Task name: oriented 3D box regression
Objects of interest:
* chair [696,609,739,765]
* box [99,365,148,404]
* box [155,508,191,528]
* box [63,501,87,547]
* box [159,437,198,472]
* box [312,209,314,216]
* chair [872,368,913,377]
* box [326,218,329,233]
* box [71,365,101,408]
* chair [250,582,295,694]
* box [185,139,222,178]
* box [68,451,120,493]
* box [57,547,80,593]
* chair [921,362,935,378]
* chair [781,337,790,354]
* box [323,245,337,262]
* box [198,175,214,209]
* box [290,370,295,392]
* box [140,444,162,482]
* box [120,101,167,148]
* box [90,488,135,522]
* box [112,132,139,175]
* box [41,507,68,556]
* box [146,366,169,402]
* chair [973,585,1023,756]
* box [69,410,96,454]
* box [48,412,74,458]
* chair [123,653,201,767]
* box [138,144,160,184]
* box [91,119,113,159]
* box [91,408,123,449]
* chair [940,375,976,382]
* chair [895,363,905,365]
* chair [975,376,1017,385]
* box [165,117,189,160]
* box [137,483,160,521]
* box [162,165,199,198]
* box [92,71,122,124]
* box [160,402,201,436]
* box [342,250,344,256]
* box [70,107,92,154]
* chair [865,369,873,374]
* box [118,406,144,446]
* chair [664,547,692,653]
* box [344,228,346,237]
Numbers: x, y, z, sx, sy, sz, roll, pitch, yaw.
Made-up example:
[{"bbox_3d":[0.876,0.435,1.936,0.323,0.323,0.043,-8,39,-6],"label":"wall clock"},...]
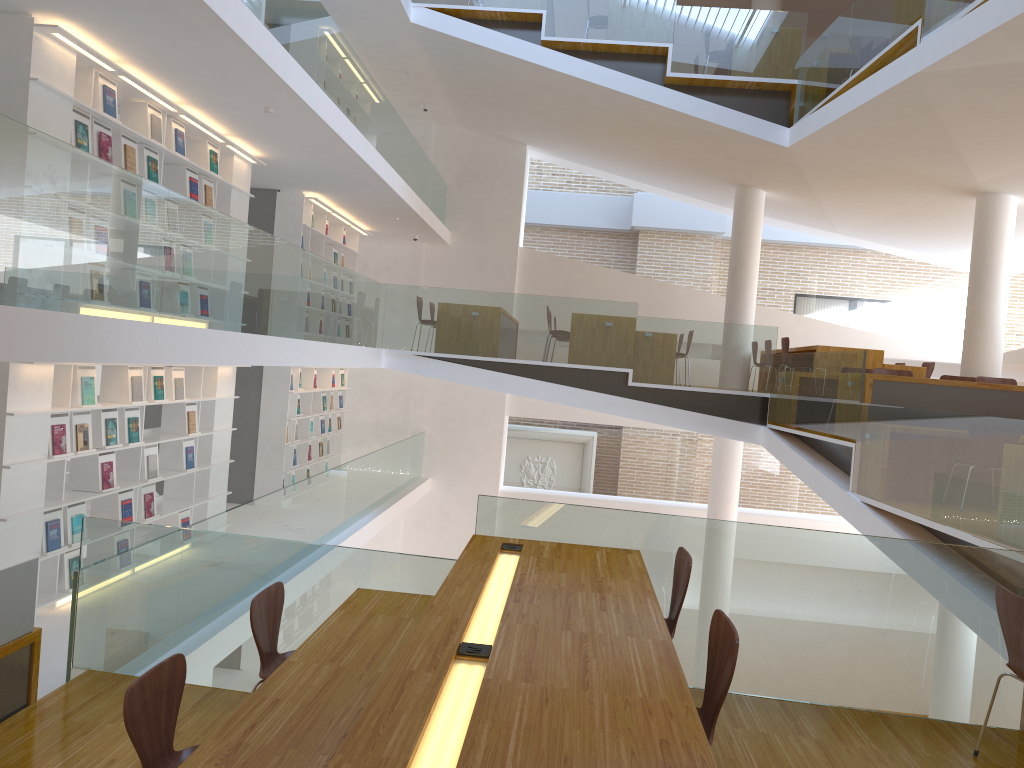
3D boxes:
[{"bbox_3d":[0.423,1.022,2.579,0.381,0.693,0.428,5,1,4],"label":"chair"},{"bbox_3d":[-3.090,-0.003,7.085,0.274,0.296,0.245,5,1,4],"label":"box"},{"bbox_3d":[-3.118,1.291,8.216,0.274,0.296,0.245,5,1,4],"label":"box"},{"bbox_3d":[-3.222,0.991,6.393,0.274,0.296,0.245,5,1,4],"label":"box"},{"bbox_3d":[-3.066,0.637,8.178,0.274,0.296,0.245,5,1,4],"label":"box"},{"bbox_3d":[-2.670,-2.124,11.390,0.274,0.296,0.245,5,1,4],"label":"box"},{"bbox_3d":[3.647,0.204,8.427,0.428,0.693,0.381,5,1,4],"label":"chair"},{"bbox_3d":[-2.619,-2.136,12.066,0.274,0.296,0.245,5,1,4],"label":"box"},{"bbox_3d":[-3.141,0.007,6.377,0.274,0.296,0.245,5,1,4],"label":"box"},{"bbox_3d":[-0.868,1.209,3.649,0.381,0.693,0.428,5,1,4],"label":"chair"},{"bbox_3d":[-2.839,-2.073,8.169,0.274,0.296,0.245,5,1,4],"label":"box"},{"bbox_3d":[-3.168,0.651,6.753,0.274,0.296,0.245,5,1,4],"label":"box"},{"bbox_3d":[-3.248,1.318,6.406,0.274,0.296,0.245,5,1,4],"label":"box"},{"bbox_3d":[4.971,0.059,11.011,0.381,0.693,0.428,5,1,4],"label":"chair"},{"bbox_3d":[3.456,-0.205,10.763,0.381,0.693,0.428,5,1,4],"label":"chair"},{"bbox_3d":[-2.608,-1.815,12.632,0.274,0.296,0.245,5,1,4],"label":"box"},{"bbox_3d":[-2.870,-1.744,8.127,0.274,0.296,0.245,5,1,4],"label":"box"},{"bbox_3d":[-2.866,-0.063,11.061,0.274,0.296,0.245,5,1,4],"label":"box"},{"bbox_3d":[-3.118,0.647,7.456,0.274,0.296,0.245,5,1,4],"label":"box"},{"bbox_3d":[-2.921,-2.056,7.043,0.274,0.296,0.245,5,1,4],"label":"box"},{"bbox_3d":[-3.171,0.981,7.094,0.274,0.296,0.245,5,1,4],"label":"box"},{"bbox_3d":[-2.973,-1.723,6.699,0.274,0.296,0.245,5,1,4],"label":"box"},{"bbox_3d":[-3.243,0.995,6.098,0.274,0.296,0.245,5,1,4],"label":"box"},{"bbox_3d":[-3.063,-0.008,7.457,0.274,0.296,0.245,5,1,4],"label":"box"},{"bbox_3d":[2.021,1.139,3.275,0.381,0.693,0.428,5,1,4],"label":"chair"},{"bbox_3d":[-3.180,0.334,6.385,0.274,0.296,0.245,5,1,4],"label":"box"},{"bbox_3d":[-3.189,0.339,6.081,0.274,0.296,0.245,5,1,4],"label":"box"},{"bbox_3d":[-0.938,1.224,2.680,0.381,0.693,0.428,5,1,4],"label":"chair"},{"bbox_3d":[-2.948,-1.728,7.043,0.274,0.296,0.245,5,1,4],"label":"box"},{"bbox_3d":[-3.011,-1.719,6.342,0.274,0.296,0.245,5,1,4],"label":"box"},{"bbox_3d":[-3.141,0.323,6.740,0.274,0.296,0.245,5,1,4],"label":"box"},{"bbox_3d":[4.566,0.262,9.250,0.428,0.693,0.381,5,1,4],"label":"chair"},{"bbox_3d":[5.041,0.044,11.980,0.381,0.693,0.428,5,1,4],"label":"chair"},{"bbox_3d":[4.613,0.284,8.358,0.428,0.693,0.381,5,1,4],"label":"chair"},{"bbox_3d":[-2.890,-2.062,7.460,0.274,0.296,0.245,5,1,4],"label":"box"},{"bbox_3d":[-3.144,0.975,7.468,0.274,0.296,0.245,5,1,4],"label":"box"},{"bbox_3d":[-2.894,-1.742,7.788,0.274,0.296,0.245,5,1,4],"label":"box"},{"bbox_3d":[-2.972,-2.046,6.335,0.274,0.296,0.245,5,1,4],"label":"box"},{"bbox_3d":[-3.039,0.309,8.170,0.274,0.296,0.245,5,1,4],"label":"box"},{"bbox_3d":[-2.582,-1.821,12.992,0.274,0.296,0.245,5,1,4],"label":"box"},{"bbox_3d":[-3.020,-1.715,6.039,0.274,0.296,0.245,5,1,4],"label":"box"},{"bbox_3d":[3.601,0.181,9.318,0.428,0.693,0.381,5,1,4],"label":"chair"},{"bbox_3d":[-3.117,0.325,7.085,0.274,0.296,0.245,5,1,4],"label":"box"},{"bbox_3d":[0.493,1.008,3.548,0.381,0.693,0.428,5,1,4],"label":"chair"},{"bbox_3d":[-2.555,-2.148,12.986,0.274,0.296,0.245,5,1,4],"label":"box"}]
